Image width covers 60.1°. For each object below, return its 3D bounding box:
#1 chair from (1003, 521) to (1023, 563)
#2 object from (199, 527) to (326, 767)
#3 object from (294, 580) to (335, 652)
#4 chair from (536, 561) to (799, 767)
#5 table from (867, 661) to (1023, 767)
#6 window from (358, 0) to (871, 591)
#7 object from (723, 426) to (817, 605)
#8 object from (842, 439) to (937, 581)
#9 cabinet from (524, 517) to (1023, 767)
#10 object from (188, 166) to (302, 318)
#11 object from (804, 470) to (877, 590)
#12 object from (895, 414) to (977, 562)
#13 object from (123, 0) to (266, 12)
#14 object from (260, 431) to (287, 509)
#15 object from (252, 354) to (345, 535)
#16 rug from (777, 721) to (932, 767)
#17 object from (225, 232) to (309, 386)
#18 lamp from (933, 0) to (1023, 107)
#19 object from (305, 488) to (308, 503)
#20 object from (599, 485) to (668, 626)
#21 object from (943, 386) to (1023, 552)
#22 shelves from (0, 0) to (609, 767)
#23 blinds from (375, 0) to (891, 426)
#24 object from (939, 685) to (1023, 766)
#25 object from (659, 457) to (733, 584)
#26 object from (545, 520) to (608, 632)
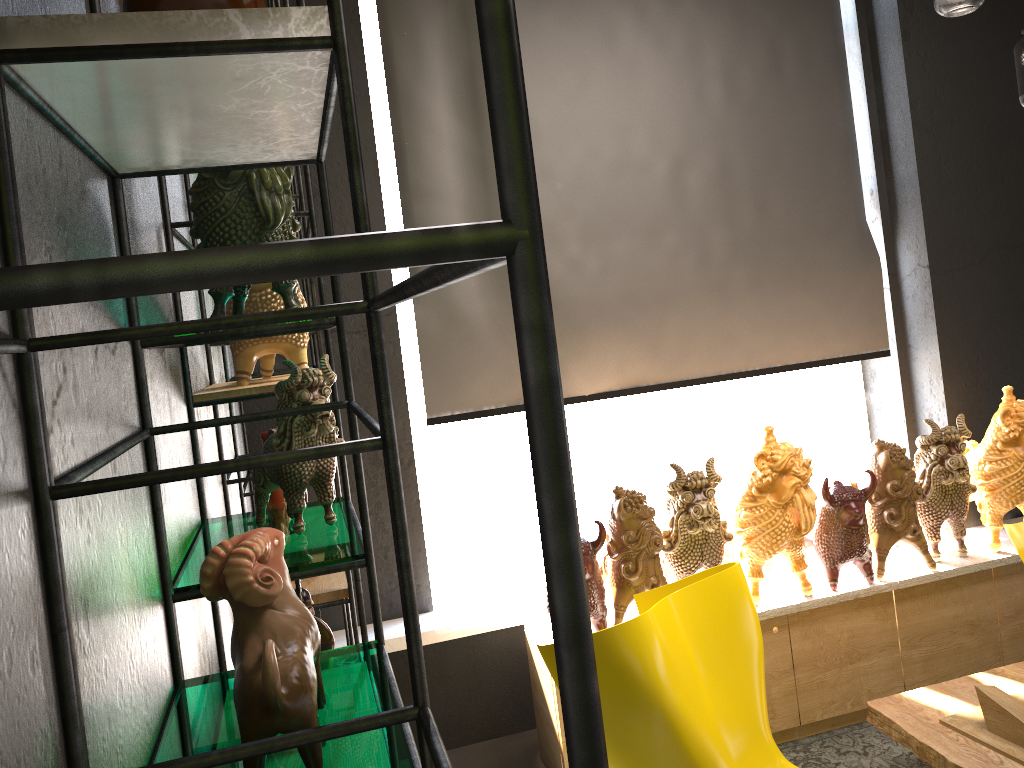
[{"bbox_3d":[2.180,0.784,2.731,0.660,0.895,1.068,-8,3,-19],"label":"chair"},{"bbox_3d":[-0.244,0.272,0.923,0.119,0.220,0.211,-8,2,-30],"label":"object"},{"bbox_3d":[-0.451,0.534,1.912,0.124,0.270,0.227,-7,2,-14],"label":"object"},{"bbox_3d":[0.639,1.003,2.350,0.661,0.896,1.065,-9,3,-44],"label":"chair"},{"bbox_3d":[1.583,1.165,2.570,0.696,0.308,0.829,-8,4,-14],"label":"table"},{"bbox_3d":[0.517,-0.814,4.121,2.314,3.165,0.051,-7,0,-14],"label":"window"},{"bbox_3d":[0.949,0.476,3.376,0.308,0.654,0.469,-7,2,-9],"label":"object"},{"bbox_3d":[1.459,0.464,3.547,0.249,0.545,0.475,-7,2,-6],"label":"object"},{"bbox_3d":[1.439,0.996,3.525,2.736,0.530,0.404,-8,2,-14],"label":"cabinet"},{"bbox_3d":[-0.423,-0.269,1.417,0.167,0.356,0.255,-7,2,-9],"label":"object"},{"bbox_3d":[1.238,0.539,3.441,0.220,0.440,0.463,-7,2,-9],"label":"object"},{"bbox_3d":[1.674,0.408,3.571,0.272,0.579,0.429,-7,2,-21],"label":"object"},{"bbox_3d":[-0.330,-0.418,0.922,0.139,0.222,0.278,-7,3,-14],"label":"object"},{"bbox_3d":[-0.512,0.211,1.928,0.060,0.223,0.267,-7,3,-13],"label":"object"},{"bbox_3d":[-0.361,0.100,1.442,0.207,0.280,0.132,-6,1,34],"label":"object"},{"bbox_3d":[1.915,1.286,2.431,3.604,0.010,2.190,-8,4,-14],"label":"rug"},{"bbox_3d":[-0.528,-0.178,1.915,0.175,0.351,0.369,-7,2,-9],"label":"object"},{"bbox_3d":[1.777,-1.714,1.170,2.834,2.270,2.690,-5,3,30],"label":"lamp"},{"bbox_3d":[-0.593,0.370,2.400,0.114,0.290,0.249,-7,2,-14],"label":"object"},{"bbox_3d":[0.427,0.611,3.286,0.249,0.545,0.475,-7,2,-6],"label":"object"},{"bbox_3d":[1.980,0.329,3.636,0.308,0.654,0.469,-7,2,-9],"label":"object"},{"bbox_3d":[-0.513,-0.326,1.669,0.275,3.904,2.991,-7,2,-14],"label":"shelves"},{"bbox_3d":[-1.832,-0.514,2.748,12.699,3.307,3.534,-7,2,6],"label":"blinds"},{"bbox_3d":[1.544,0.951,2.508,0.351,0.136,0.520,-8,4,-19],"label":"object"},{"bbox_3d":[0.643,0.555,3.310,0.272,0.579,0.429,-7,2,-21],"label":"object"},{"bbox_3d":[0.207,0.686,3.180,0.220,0.440,0.463,-7,2,-9],"label":"object"}]
